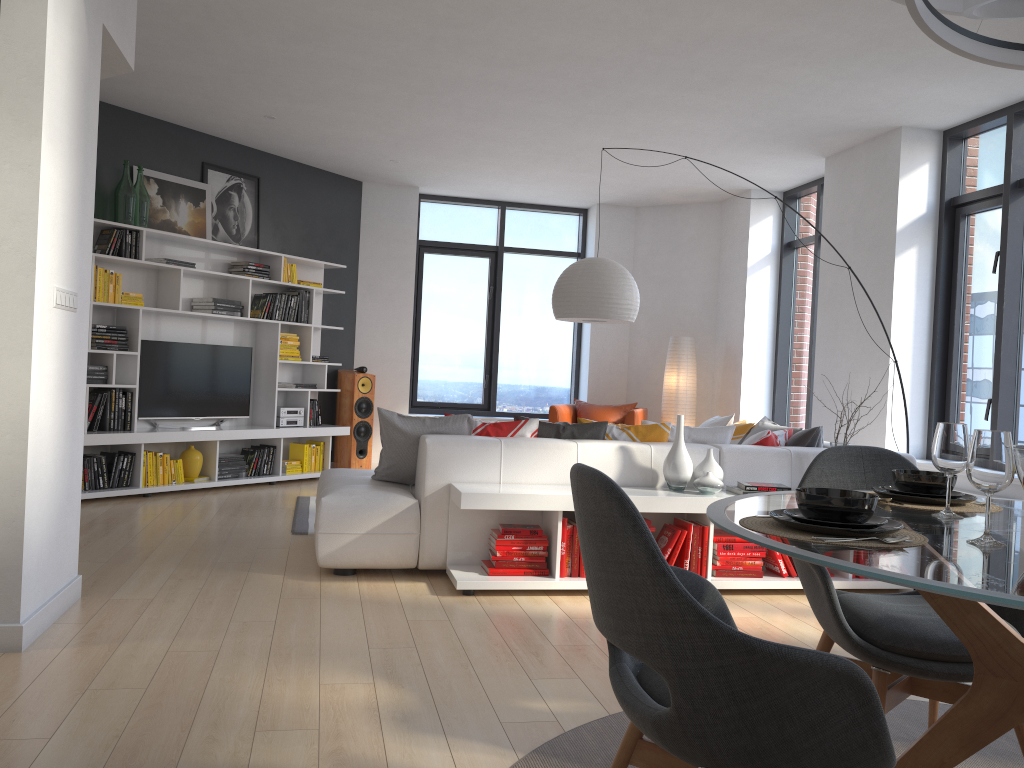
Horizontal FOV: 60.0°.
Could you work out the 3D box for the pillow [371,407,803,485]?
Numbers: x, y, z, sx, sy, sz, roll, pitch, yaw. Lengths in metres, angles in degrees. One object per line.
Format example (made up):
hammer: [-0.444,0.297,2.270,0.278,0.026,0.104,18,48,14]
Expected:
pillow: [0.535,0.397,5.537,2.953,0.453,0.647,3,0,-24]

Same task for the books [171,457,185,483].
books: [-2.691,0.690,7.124,0.149,0.193,0.046,3,1,34]

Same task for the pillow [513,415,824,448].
pillow: [1.015,0.426,5.309,2.120,0.436,0.608,3,0,-16]

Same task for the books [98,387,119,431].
books: [-3.073,0.188,6.736,0.237,0.326,0.026,3,1,33]

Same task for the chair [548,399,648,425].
chair: [0.897,0.596,9.015,0.896,0.858,0.843,3,0,20]

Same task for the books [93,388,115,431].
books: [-3.088,0.194,6.707,0.237,0.314,0.034,3,1,33]

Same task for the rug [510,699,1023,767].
rug: [1.120,1.089,1.835,2.499,0.010,2.499,2,1,-39]

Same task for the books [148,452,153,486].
books: [-2.866,0.651,6.876,0.198,0.258,0.066,3,1,33]

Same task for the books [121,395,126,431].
books: [-3.034,0.216,6.786,0.200,0.272,0.028,3,1,33]

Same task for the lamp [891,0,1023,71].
lamp: [1.321,-2.993,1.800,1.000,4.513,1.000,3,0,-10]

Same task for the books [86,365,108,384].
books: [-3.209,-0.075,6.532,0.277,0.137,0.343,3,1,33]

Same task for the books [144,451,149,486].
books: [-2.880,0.645,6.842,0.213,0.271,0.048,3,1,33]

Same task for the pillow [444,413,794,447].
pillow: [0.697,0.438,5.233,2.250,0.449,0.575,3,0,-15]

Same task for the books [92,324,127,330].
books: [-3.063,-0.427,6.672,0.180,0.026,0.246,3,1,40]

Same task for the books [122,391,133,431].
books: [-3.013,0.205,6.820,0.230,0.297,0.051,3,1,33]

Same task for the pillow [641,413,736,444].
pillow: [1.241,0.428,6.160,0.580,0.456,2.156,3,0,14]

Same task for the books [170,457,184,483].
books: [-2.697,0.690,7.099,0.148,0.193,0.067,3,1,34]

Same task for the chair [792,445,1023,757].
chair: [1.082,0.639,2.449,0.655,0.891,0.619,3,0,-6]

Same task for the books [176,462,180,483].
books: [-2.698,0.703,7.070,0.113,0.169,0.049,3,1,32]

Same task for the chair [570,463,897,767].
chair: [0.404,0.611,1.726,0.619,0.891,0.655,3,0,-11]

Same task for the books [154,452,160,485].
books: [-2.816,0.656,6.927,0.180,0.252,0.041,3,1,33]

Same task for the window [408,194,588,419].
window: [-0.169,-0.834,9.948,1.960,2.402,0.170,3,0,-12]

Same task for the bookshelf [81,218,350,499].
bookshelf: [-2.536,-0.155,7.390,0.455,2.052,3.000,3,1,33]

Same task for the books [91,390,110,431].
books: [-3.101,0.202,6.678,0.213,0.301,0.028,3,1,33]

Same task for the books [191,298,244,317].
books: [-2.509,-0.650,7.557,0.277,0.137,0.343,3,0,28]

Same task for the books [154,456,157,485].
books: [-2.825,0.669,6.907,0.156,0.230,0.042,3,1,31]

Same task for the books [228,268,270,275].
books: [-2.322,-0.991,7.832,0.214,0.030,0.284,3,1,36]

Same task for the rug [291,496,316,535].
rug: [-0.426,0.975,6.599,2.326,0.016,1.662,3,0,-12]

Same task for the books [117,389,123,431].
books: [-3.057,0.195,6.761,0.239,0.315,0.034,3,1,33]

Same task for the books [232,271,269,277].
books: [-2.308,-0.964,7.819,0.189,0.020,0.264,3,1,31]

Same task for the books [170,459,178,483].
books: [-2.718,0.693,7.061,0.134,0.187,0.046,3,1,33]

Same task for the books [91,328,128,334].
books: [-3.088,-0.400,6.687,0.214,0.030,0.284,3,1,41]

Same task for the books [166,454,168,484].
books: [-2.781,0.666,7.000,0.171,0.235,0.043,3,1,31]

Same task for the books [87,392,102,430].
books: [-3.179,0.205,6.588,0.232,0.284,0.142,3,1,33]

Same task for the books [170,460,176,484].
books: [-2.736,0.691,7.047,0.138,0.188,0.056,3,1,33]

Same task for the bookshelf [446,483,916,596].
bookshelf: [0.982,0.816,4.620,2.600,0.500,0.356,3,0,-12]

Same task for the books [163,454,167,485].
books: [-2.778,0.664,6.970,0.169,0.240,0.043,3,1,32]

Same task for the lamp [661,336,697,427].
lamp: [1.844,0.300,8.925,0.804,1.550,0.502,3,1,38]

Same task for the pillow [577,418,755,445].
pillow: [1.099,0.442,5.875,0.630,0.440,2.095,3,1,35]

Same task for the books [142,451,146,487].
books: [-2.884,0.645,6.799,0.204,0.270,0.029,3,1,33]

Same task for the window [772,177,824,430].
window: [2.827,-0.673,8.109,0.170,2.402,1.310,3,0,-12]

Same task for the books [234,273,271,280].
books: [-2.306,-0.939,7.818,0.214,0.030,0.284,3,1,36]

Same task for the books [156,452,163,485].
books: [-2.811,0.657,6.954,0.185,0.252,0.055,3,1,32]

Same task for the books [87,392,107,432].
books: [-3.136,0.204,6.622,0.210,0.289,0.100,3,1,32]

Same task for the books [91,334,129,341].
books: [-3.073,-0.349,6.671,0.214,0.030,0.284,3,1,41]

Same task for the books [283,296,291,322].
books: [-2.102,-0.684,8.076,0.172,0.242,0.069,3,1,34]

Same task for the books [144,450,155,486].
books: [-2.848,0.649,6.901,0.202,0.267,0.038,3,1,33]

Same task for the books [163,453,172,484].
books: [-2.772,0.666,7.032,0.172,0.235,0.056,3,1,32]

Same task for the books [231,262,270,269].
books: [-2.306,-1.045,7.824,0.209,0.030,0.266,3,0,26]

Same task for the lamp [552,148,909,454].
lamp: [1.766,-0.228,5.591,3.199,2.647,0.710,3,0,24]

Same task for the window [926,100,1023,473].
window: [3.305,-0.632,5.858,0.170,2.402,1.310,3,0,-12]

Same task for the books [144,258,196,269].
books: [-2.747,-0.964,7.128,0.250,0.047,0.310,3,0,28]

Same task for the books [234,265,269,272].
books: [-2.296,-1.017,7.820,0.180,0.026,0.246,3,1,35]

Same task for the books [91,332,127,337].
books: [-3.075,-0.374,6.672,0.189,0.020,0.264,3,1,36]
